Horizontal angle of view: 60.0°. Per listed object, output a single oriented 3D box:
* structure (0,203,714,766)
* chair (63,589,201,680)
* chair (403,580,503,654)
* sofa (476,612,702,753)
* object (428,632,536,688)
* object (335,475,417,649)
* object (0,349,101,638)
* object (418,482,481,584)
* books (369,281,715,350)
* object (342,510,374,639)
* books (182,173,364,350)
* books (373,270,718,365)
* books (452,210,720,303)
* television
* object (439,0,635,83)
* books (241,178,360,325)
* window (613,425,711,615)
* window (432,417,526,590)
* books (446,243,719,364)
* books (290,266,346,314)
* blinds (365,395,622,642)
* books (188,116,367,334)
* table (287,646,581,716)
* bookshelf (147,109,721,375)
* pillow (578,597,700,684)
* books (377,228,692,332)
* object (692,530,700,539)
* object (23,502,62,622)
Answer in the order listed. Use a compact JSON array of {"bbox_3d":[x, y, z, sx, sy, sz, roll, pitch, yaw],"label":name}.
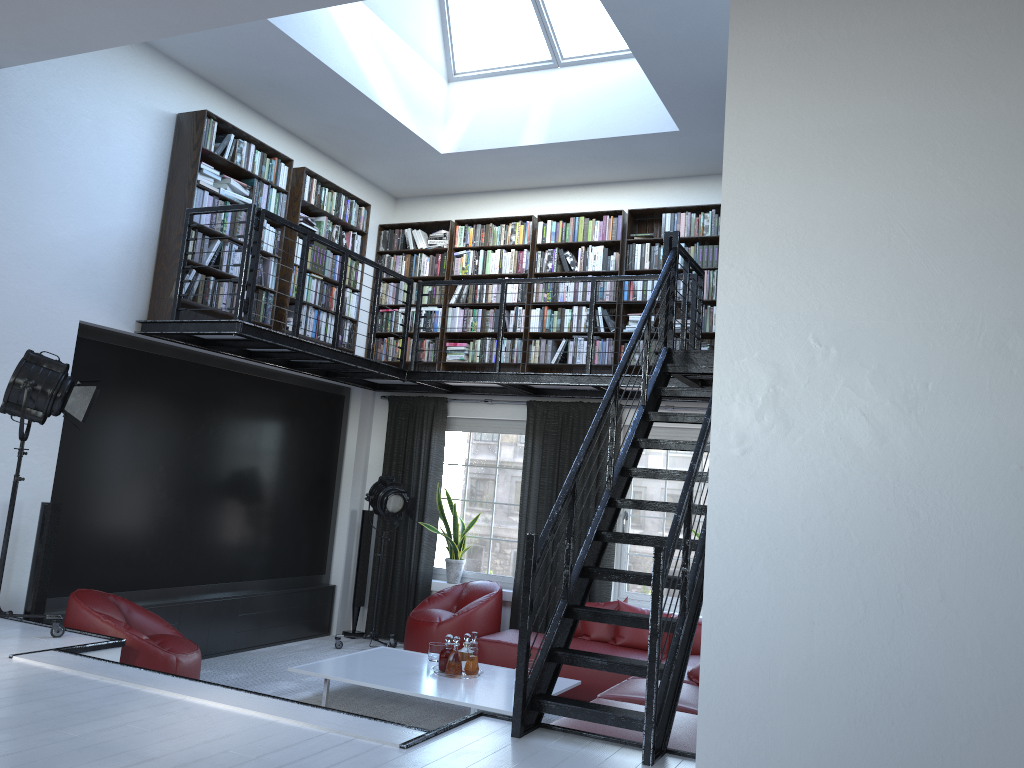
[{"bbox_3d":[-0.394,0.554,6.111,4.490,3.373,4.589,1,-8,25],"label":"structure"},{"bbox_3d":[-2.361,1.669,5.524,0.830,0.715,0.826,4,-8,5],"label":"chair"},{"bbox_3d":[-0.514,2.091,7.788,0.829,0.715,0.827,7,-8,-13],"label":"chair"},{"bbox_3d":[0.574,2.012,6.047,2.542,0.659,3.261,1,-8,25],"label":"sofa"},{"bbox_3d":[-0.252,1.888,6.219,1.009,0.296,0.509,1,-8,28],"label":"object"},{"bbox_3d":[-0.095,1.700,7.940,2.906,1.587,0.749,4,-9,9],"label":"object"},{"bbox_3d":[-2.680,0.600,4.953,0.543,1.587,0.608,8,-9,-21],"label":"object"},{"bbox_3d":[-0.691,1.421,8.492,0.553,0.945,0.523,-1,-10,35],"label":"object"},{"bbox_3d":[0.624,-0.867,8.289,4.437,1.420,0.225,1,-9,25],"label":"books"},{"bbox_3d":[-1.494,1.858,8.711,0.157,1.228,0.157,-3,-12,40],"label":"object"},{"bbox_3d":[-0.098,-1.113,6.695,4.378,1.416,2.192,2,-8,24],"label":"books"},{"bbox_3d":[0.408,-0.940,7.861,4.436,1.437,1.278,1,-9,26],"label":"books"},{"bbox_3d":[0.646,-1.149,8.344,2.637,0.832,0.212,1,-9,25],"label":"books"},{"bbox_3d":[-2.409,1.004,7.323,0.117,2.440,3.333,0,-9,25],"label":"television"},{"bbox_3d":[0.208,-3.175,7.345,2.222,0.637,1.178,1,-8,25],"label":"object"},{"bbox_3d":[0.007,-0.939,6.950,4.337,1.146,1.589,2,-8,24],"label":"books"},{"bbox_3d":[1.498,1.189,7.819,1.167,1.614,0.132,1,-10,25],"label":"window"},{"bbox_3d":[-0.323,1.140,8.662,1.167,1.614,0.132,1,-10,25],"label":"window"},{"bbox_3d":[0.955,-0.707,8.120,3.392,1.128,0.239,1,-9,25],"label":"books"},{"bbox_3d":[0.140,-1.037,7.170,4.385,1.412,1.163,1,-9,25],"label":"books"},{"bbox_3d":[-0.236,1.315,8.352,2.509,2.399,0.124,1,-10,25],"label":"blinds"},{"bbox_3d":[-2.007,-1.178,7.554,0.315,1.431,2.194,0,-9,25],"label":"books"},{"bbox_3d":[-0.515,2.120,6.081,1.665,0.245,1.159,2,-8,25],"label":"table"},{"bbox_3d":[0.059,-0.987,7.052,4.477,1.625,3.071,1,-8,25],"label":"bookshelf"},{"bbox_3d":[1.356,1.919,6.733,0.981,0.404,1.950,8,-7,-23],"label":"pillow"},{"bbox_3d":[0.620,-0.857,8.284,4.443,1.404,0.240,1,-9,25],"label":"books"},{"bbox_3d":[1.720,1.483,7.351,0.553,0.945,0.522,3,-9,14],"label":"object"},{"bbox_3d":[-2.974,1.353,5.503,0.157,1.228,0.156,4,-9,6],"label":"object"}]
